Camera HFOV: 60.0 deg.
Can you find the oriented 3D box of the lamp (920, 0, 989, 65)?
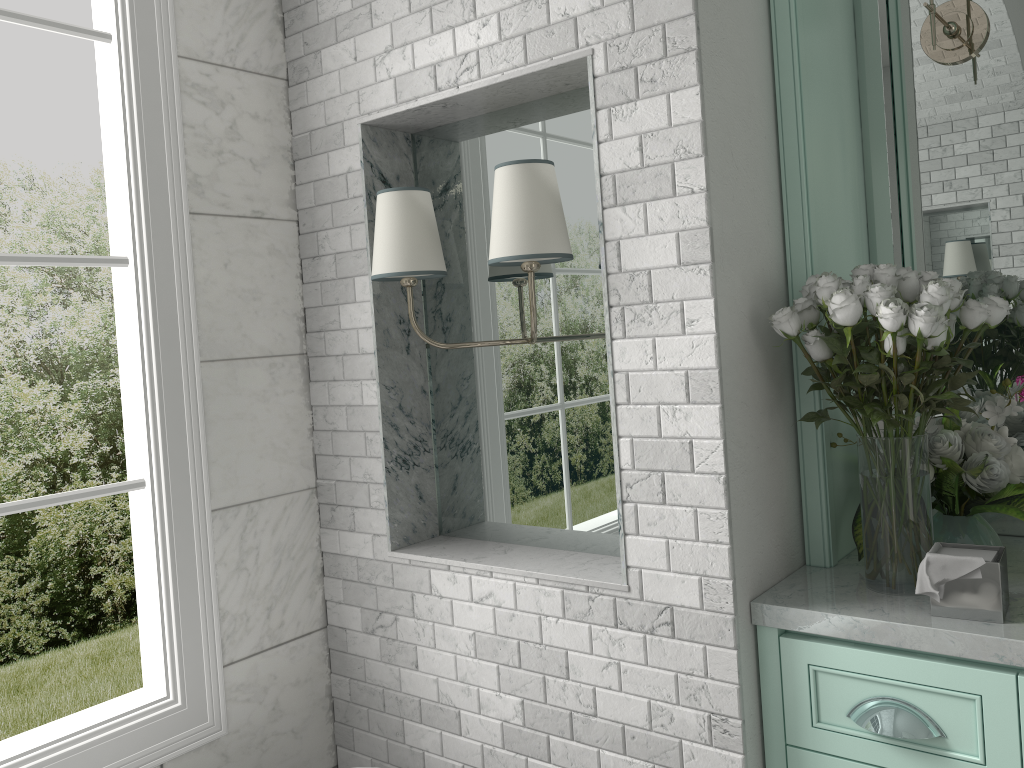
[{"bbox_3d":[0.945,-0.980,1.986,0.183,0.487,0.309,-3,2,37],"label":"lamp"}]

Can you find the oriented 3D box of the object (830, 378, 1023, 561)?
[{"bbox_3d":[0.972,0.185,1.928,0.452,0.402,0.395,-2,3,40],"label":"object"}]

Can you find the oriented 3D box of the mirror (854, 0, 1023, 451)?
[{"bbox_3d":[1.441,-0.750,1.794,1.434,1.932,0.015,-3,2,39],"label":"mirror"}]

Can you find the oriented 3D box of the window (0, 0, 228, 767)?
[{"bbox_3d":[-1.390,-0.218,1.477,0.118,2.322,1.835,-3,2,39],"label":"window"}]

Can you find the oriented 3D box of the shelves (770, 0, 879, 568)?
[{"bbox_3d":[1.817,-0.703,1.247,2.806,2.122,0.466,-2,2,39],"label":"shelves"}]

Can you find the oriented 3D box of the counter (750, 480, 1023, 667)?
[{"bbox_3d":[1.814,0.318,1.179,2.804,0.181,0.825,-1,4,39],"label":"counter"}]

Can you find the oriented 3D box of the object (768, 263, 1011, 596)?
[{"bbox_3d":[0.751,0.085,1.764,0.392,0.653,0.356,-5,2,-40],"label":"object"}]

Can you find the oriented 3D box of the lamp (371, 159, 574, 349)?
[{"bbox_3d":[-0.064,-0.277,2.051,0.547,0.383,0.309,-2,3,39],"label":"lamp"}]

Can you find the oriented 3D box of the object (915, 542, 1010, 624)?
[{"bbox_3d":[0.809,0.354,1.596,0.136,0.113,0.147,-2,3,34],"label":"object"}]

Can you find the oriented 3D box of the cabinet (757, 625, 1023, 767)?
[{"bbox_3d":[1.846,0.954,1.172,2.795,1.097,0.865,-2,3,39],"label":"cabinet"}]
